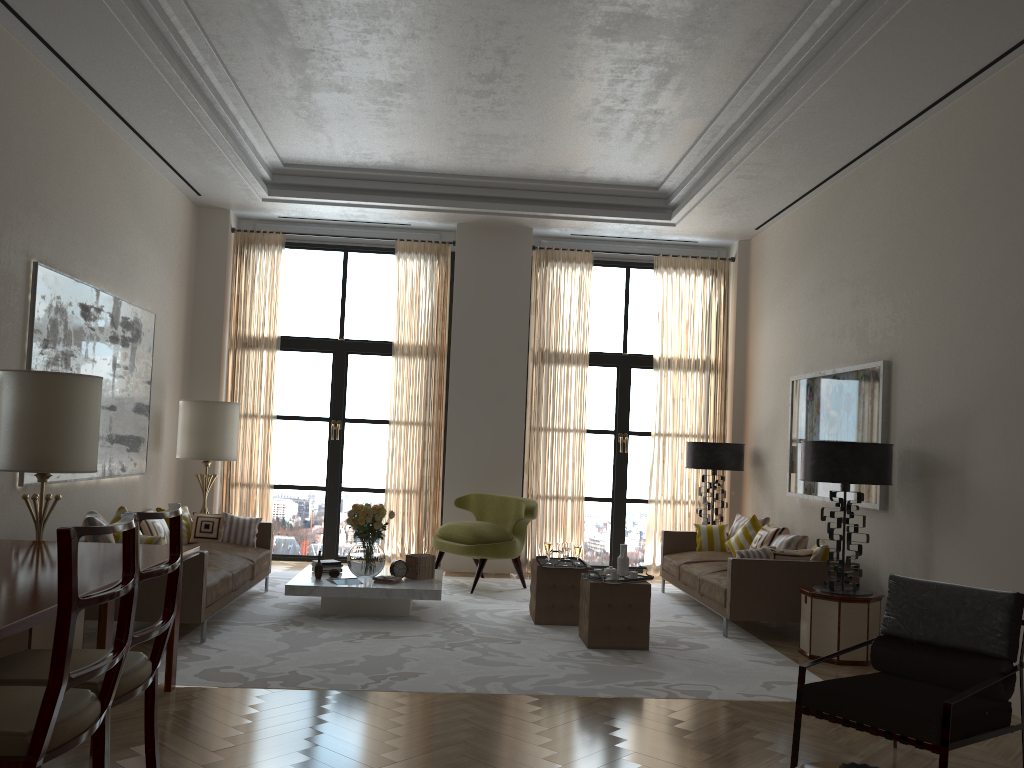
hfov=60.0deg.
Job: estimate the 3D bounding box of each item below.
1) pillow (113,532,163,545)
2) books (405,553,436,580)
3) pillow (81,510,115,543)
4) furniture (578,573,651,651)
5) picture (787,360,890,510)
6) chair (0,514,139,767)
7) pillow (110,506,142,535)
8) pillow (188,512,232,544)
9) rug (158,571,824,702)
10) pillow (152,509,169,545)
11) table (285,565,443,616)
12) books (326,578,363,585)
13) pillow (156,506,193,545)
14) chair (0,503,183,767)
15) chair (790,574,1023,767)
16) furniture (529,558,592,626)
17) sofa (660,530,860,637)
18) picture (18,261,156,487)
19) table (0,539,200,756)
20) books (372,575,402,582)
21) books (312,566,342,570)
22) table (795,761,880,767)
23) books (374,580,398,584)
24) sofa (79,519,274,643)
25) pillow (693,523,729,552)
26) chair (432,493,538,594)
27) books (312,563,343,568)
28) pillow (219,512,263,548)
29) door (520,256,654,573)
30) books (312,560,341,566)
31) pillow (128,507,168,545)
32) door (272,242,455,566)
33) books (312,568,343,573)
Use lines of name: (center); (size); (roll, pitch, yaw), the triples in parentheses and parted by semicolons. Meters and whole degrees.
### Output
pillow: (-3.299, 1.523, 7.875); (0.482, 0.432, 0.318); (2, -3, 6)
books: (-1.018, 2.020, 9.816); (0.282, 0.264, 0.210); (6, -4, -43)
pillow: (-3.701, 1.452, 8.000); (0.356, 0.575, 0.624); (4, -3, -25)
furniture: (0.980, 2.181, 8.522); (0.613, 0.615, 0.614); (3, -3, -4)
picture: (3.578, 0.578, 9.882); (0.080, 1.478, 2.270); (3, -4, -5)
chair: (-1.944, 1.249, 3.324); (0.878, 1.504, 0.657); (3, -3, -4)
pillow: (-3.649, 1.466, 8.402); (0.767, 0.616, 0.356); (0, -4, 40)
pillow: (-3.526, 1.706, 10.316); (0.464, 0.411, 0.304); (3, -3, -6)
rug: (-0.290, 2.465, 9.446); (5.518, 0.065, 5.739); (3, -4, -4)
pillow: (-3.802, 1.628, 9.339); (0.371, 0.565, 0.660); (3, -3, -8)
table: (-1.569, 2.295, 9.775); (1.584, 0.343, 1.502); (3, -4, -4)
books: (-1.767, 2.067, 9.346); (0.281, 0.038, 0.384); (5, -5, -31)
pillow: (-3.851, 1.652, 10.207); (0.296, 0.475, 0.516); (2, -3, 18)
chair: (-1.999, 1.292, 3.969); (0.878, 1.504, 0.657); (3, -3, -4)
chair: (2.331, 1.744, 5.128); (1.136, 1.134, 0.877); (5, -4, -39)
furniture: (0.516, 2.230, 9.523); (0.613, 0.615, 0.614); (3, -3, -4)
sofa: (2.739, 2.297, 10.419); (1.351, 0.818, 2.983); (3, -4, -4)
picture: (-4.366, 0.010, 9.364); (0.045, 1.996, 3.065); (3, -4, -3)
table: (-3.077, 1.530, 4.517); (1.800, 1.026, 3.806); (3, -4, -4)
books: (-1.329, 2.076, 9.452); (0.255, 0.026, 0.202); (1, -4, 21)
books: (-2.081, 2.060, 9.960); (0.263, 0.024, 0.207); (6, -5, -41)
table: (1.403, 1.894, 3.560); (0.584, 0.546, 0.585); (0, -4, 36)
books: (-1.340, 2.099, 9.450); (0.197, 0.024, 0.256); (2, -4, 14)
sofa: (-3.430, 1.934, 9.101); (1.351, 0.818, 2.983); (3, -4, -4)
pillow: (2.637, 2.048, 11.672); (0.482, 0.432, 0.318); (2, -3, 6)
chair: (-0.456, 2.072, 11.649); (1.030, 1.212, 1.791); (5, -4, -36)
books: (-2.079, 2.036, 9.974); (0.281, 0.024, 0.230); (6, -5, -39)
pillow: (-3.158, 1.718, 10.304); (0.498, 0.427, 0.327); (3, -3, -16)
door: (1.696, 0.492, 13.535); (3.086, 4.761, 0.240); (3, -2, -4)
books: (-2.083, 2.008, 9.966); (0.260, 0.030, 0.207); (5, -5, -37)
pillow: (-3.714, 1.542, 8.966); (0.403, 0.546, 0.618); (3, -3, -1)
door: (-2.585, 0.284, 13.252); (3.258, 4.761, 0.240); (3, -2, -4)
books: (-2.080, 2.090, 9.970); (0.281, 0.035, 0.207); (5, -5, -37)
